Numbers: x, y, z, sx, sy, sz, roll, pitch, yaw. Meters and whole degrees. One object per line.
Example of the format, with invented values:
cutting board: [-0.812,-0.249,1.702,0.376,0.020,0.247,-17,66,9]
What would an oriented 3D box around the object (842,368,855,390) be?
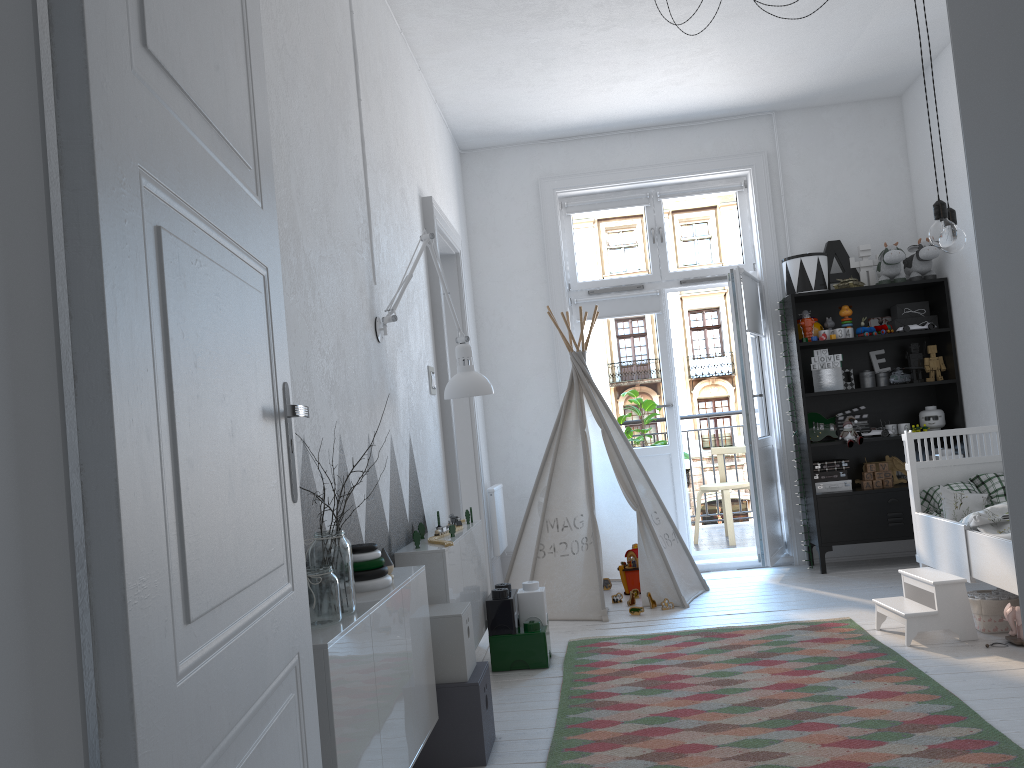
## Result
object: [2.109,-0.028,5.569,0.070,0.134,0.028,-6,-3,5]

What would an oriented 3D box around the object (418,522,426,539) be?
object: [-0.344,0.560,3.389,0.029,0.063,0.007,-4,-3,-32]

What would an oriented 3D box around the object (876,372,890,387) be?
object: [2.305,-0.034,5.432,0.078,0.091,0.246,-5,-3,0]

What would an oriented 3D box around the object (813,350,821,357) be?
object: [1.853,-0.186,5.386,0.040,0.040,0.040,-6,-3,10]

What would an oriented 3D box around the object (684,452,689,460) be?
object: [1.042,0.652,6.928,0.720,1.224,0.489,-6,-3,15]

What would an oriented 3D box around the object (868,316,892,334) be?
object: [2.428,-0.366,5.572,0.347,0.131,0.037,-6,-3,5]

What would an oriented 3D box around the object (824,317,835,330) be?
object: [1.986,-0.338,5.537,0.063,0.160,0.063,-5,-3,-16]

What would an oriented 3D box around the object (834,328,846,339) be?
object: [1.987,-0.301,5.373,0.067,0.067,0.067,-6,-3,6]

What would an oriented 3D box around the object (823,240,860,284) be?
object: [2.052,-0.734,5.610,0.343,0.344,0.057,-6,-3,5]

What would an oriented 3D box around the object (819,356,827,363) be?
object: [1.883,-0.149,5.374,0.040,0.040,0.040,-7,-3,25]

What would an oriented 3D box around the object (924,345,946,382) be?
object: [2.556,-0.125,5.368,0.114,0.221,0.052,-6,-3,5]

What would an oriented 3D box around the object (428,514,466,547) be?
object: [-0.258,0.568,3.514,0.111,0.047,0.902,-5,-3,0]

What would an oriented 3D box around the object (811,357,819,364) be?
object: [1.841,-0.144,5.389,0.040,0.040,0.040,-6,-3,15]

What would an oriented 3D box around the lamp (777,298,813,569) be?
lamp: [2.201,0.257,5.479,0.985,1.683,0.095,-6,-3,3]

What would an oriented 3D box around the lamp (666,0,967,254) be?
lamp: [1.001,-1.086,3.245,0.074,1.529,1.382,-4,-3,-20]

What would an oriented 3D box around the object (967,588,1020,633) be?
object: [2.018,0.943,3.707,0.215,0.147,0.240,-6,-3,12]

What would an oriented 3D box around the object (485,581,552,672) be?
object: [0.030,1.042,3.856,0.246,0.331,0.247,-6,-3,5]

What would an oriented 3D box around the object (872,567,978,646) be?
object: [1.711,0.923,3.707,0.288,0.245,0.332,-5,-3,0]

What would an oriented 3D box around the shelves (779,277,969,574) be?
shelves: [2.221,0.255,5.414,0.911,1.677,0.353,-6,-3,5]

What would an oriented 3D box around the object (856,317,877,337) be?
object: [2.155,-0.345,5.398,0.121,0.126,0.087,-4,-3,-18]

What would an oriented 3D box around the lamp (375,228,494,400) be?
lamp: [-0.341,-0.265,3.371,0.200,0.655,0.651,-8,-4,39]

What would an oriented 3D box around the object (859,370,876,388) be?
object: [2.215,-0.029,5.525,0.095,0.110,0.095,-6,-3,10]

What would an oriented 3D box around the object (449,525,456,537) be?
object: [-0.225,0.557,3.359,0.006,0.046,0.037,-7,-4,32]

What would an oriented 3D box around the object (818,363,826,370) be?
object: [1.878,-0.107,5.383,0.040,0.040,0.040,-6,-3,10]

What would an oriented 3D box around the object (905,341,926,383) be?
object: [2.485,-0.134,5.438,0.117,0.259,0.081,-6,-3,5]

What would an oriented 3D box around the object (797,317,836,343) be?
object: [1.849,-0.347,5.474,0.197,0.197,0.318,-5,-3,2]

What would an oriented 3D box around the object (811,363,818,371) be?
object: [1.839,-0.103,5.389,0.040,0.040,0.040,-7,-3,20]

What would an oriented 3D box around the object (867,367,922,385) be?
object: [2.354,-0.047,5.395,0.368,0.105,0.349,-6,-3,7]

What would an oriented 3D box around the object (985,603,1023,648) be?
object: [1.949,0.932,3.442,0.254,0.151,0.125,-6,-3,4]

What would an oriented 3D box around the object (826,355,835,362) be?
object: [1.926,-0.153,5.358,0.040,0.040,0.040,-8,-4,35]

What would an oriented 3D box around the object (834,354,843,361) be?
object: [1.967,-0.158,5.343,0.040,0.040,0.040,-7,-4,30]

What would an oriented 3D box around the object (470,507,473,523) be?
object: [-0.178,0.572,3.876,0.009,0.066,0.054,-5,-3,-4]

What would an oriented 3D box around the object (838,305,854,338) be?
object: [2.043,-0.378,5.410,0.077,0.213,0.077,-8,-4,39]

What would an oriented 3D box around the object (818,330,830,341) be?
object: [1.902,-0.292,5.396,0.067,0.067,0.067,-6,-3,6]

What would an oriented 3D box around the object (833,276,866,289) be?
object: [2.048,-0.622,5.422,0.121,0.100,0.338,-8,-4,40]

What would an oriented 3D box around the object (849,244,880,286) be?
object: [2.223,-0.725,5.563,0.190,0.290,0.065,-6,-3,10]

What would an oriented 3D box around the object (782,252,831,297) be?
object: [1.859,-0.676,5.551,0.272,0.259,0.395,-7,-4,34]

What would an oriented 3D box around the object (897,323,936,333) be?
object: [2.425,-0.336,5.325,0.230,0.048,0.098,-5,-3,-5]

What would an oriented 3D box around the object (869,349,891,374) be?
object: [2.309,-0.140,5.563,0.107,0.151,0.055,-6,-3,5]

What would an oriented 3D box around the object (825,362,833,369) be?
object: [1.917,-0.112,5.361,0.040,0.040,0.040,-7,-3,20]

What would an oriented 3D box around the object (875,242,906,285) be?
object: [2.294,-0.720,5.390,0.154,0.253,0.370,-6,-3,13]

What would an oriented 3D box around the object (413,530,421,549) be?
object: [-0.332,0.542,3.094,0.029,0.063,0.007,-4,-3,-32]

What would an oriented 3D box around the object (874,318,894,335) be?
object: [2.268,-0.354,5.430,0.087,0.112,0.122,-4,-3,-24]

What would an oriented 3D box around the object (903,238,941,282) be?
object: [2.445,-0.735,5.380,0.211,0.253,0.387,-5,-3,-11]

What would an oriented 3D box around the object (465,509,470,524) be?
object: [-0.190,0.570,3.809,0.007,0.063,0.029,-7,-3,32]

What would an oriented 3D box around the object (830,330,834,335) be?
object: [1.959,-0.295,5.434,0.067,0.067,0.067,-4,-3,-21]

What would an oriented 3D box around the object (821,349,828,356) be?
object: [1.892,-0.190,5.371,0.040,0.040,0.040,-6,-3,15]

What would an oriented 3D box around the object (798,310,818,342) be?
object: [1.809,-0.351,5.407,0.105,0.203,0.072,-6,-3,13]

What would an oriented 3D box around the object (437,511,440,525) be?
object: [-0.301,0.563,3.649,0.009,0.080,0.037,-5,-3,-1]

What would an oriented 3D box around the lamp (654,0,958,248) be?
lamp: [0.919,-1.085,3.133,0.074,1.529,1.382,-4,-3,-20]
